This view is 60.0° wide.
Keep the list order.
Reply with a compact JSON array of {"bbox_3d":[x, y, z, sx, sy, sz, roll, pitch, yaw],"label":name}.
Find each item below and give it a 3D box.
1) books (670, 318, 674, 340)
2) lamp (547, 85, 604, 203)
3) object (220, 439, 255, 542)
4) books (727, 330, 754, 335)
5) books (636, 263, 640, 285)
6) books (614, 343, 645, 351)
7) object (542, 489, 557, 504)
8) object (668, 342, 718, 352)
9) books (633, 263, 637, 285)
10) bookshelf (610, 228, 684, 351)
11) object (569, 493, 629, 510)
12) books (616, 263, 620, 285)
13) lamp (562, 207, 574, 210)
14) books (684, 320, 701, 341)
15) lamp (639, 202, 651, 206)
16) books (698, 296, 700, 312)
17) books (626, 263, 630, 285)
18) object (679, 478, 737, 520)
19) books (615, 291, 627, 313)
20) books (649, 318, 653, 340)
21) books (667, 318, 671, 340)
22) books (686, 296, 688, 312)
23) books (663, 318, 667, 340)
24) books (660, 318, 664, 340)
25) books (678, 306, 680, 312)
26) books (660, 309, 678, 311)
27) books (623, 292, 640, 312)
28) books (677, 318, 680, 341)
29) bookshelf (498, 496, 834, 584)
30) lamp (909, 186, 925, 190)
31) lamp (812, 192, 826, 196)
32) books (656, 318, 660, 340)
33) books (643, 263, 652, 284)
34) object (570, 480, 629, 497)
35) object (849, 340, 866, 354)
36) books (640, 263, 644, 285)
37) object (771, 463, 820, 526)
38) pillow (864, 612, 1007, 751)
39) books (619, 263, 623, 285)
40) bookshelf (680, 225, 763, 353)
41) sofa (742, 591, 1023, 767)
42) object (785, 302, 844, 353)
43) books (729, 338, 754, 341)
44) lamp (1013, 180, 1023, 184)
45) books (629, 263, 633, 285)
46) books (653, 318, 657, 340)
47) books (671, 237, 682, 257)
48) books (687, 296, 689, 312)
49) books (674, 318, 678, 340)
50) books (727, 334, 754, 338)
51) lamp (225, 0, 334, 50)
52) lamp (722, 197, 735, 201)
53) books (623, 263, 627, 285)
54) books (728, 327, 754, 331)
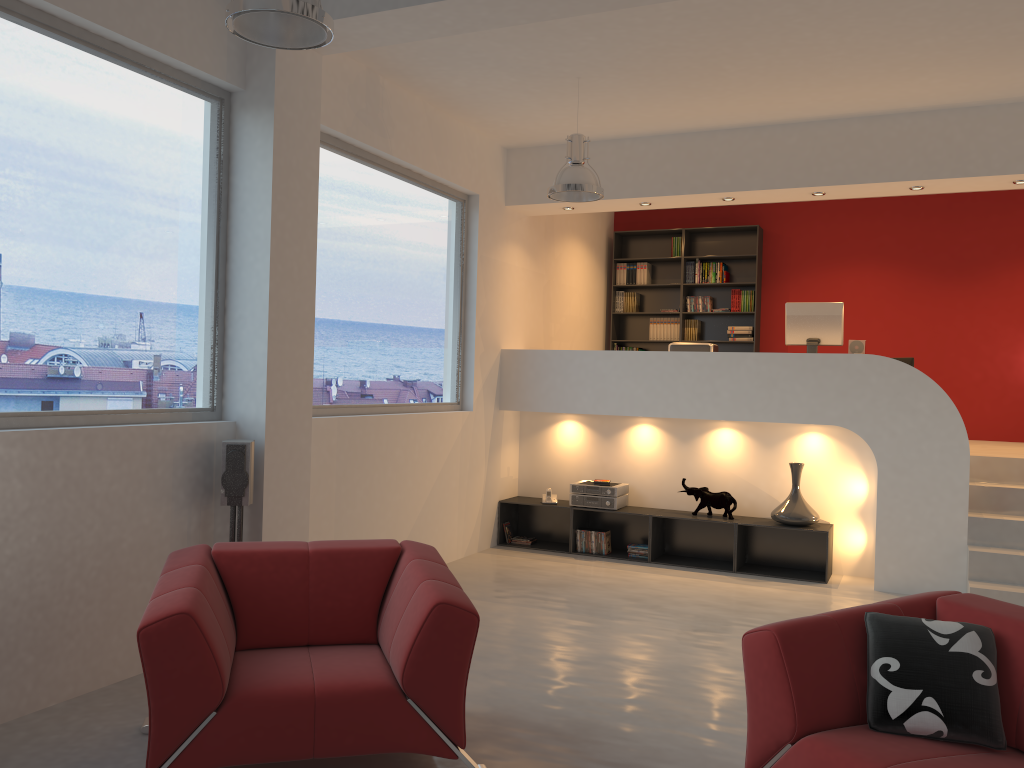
[{"bbox_3d":[1.846,-0.616,10.089,0.040,0.260,0.200,2,0,25],"label":"books"},{"bbox_3d":[0.435,-1.650,5.924,0.379,0.800,0.379,2,0,-4],"label":"lamp"},{"bbox_3d":[-1.437,0.851,4.613,0.214,1.112,0.229,2,0,-10],"label":"object"},{"bbox_3d":[2.519,-0.565,9.758,0.260,0.040,0.200,2,0,24],"label":"books"},{"bbox_3d":[1.488,-1.260,10.261,0.040,0.260,0.200,2,0,25],"label":"books"},{"bbox_3d":[1.368,-0.327,10.295,0.341,0.286,0.231,2,0,25],"label":"books"},{"bbox_3d":[0.332,0.979,7.779,0.130,0.117,0.146,2,0,0],"label":"object"},{"bbox_3d":[1.624,-0.249,7.831,0.397,0.217,0.458,2,0,25],"label":"object"},{"bbox_3d":[1.451,-1.261,10.278,0.040,0.260,0.200,2,0,25],"label":"books"},{"bbox_3d":[1.571,-0.637,10.181,0.816,2.213,0.305,2,0,25],"label":"bookshelf"},{"bbox_3d":[0.751,1.001,7.672,0.430,0.100,0.365,2,0,25],"label":"object"},{"bbox_3d":[1.267,-1.267,10.363,0.040,0.260,0.200,2,0,25],"label":"books"},{"bbox_3d":[0.498,-1.547,7.830,0.105,0.011,0.105,2,0,29],"label":"lamp"},{"bbox_3d":[2.039,-0.600,10.012,0.146,0.240,0.170,2,0,25],"label":"books"},{"bbox_3d":[1.133,-1.527,7.536,0.105,0.011,0.105,2,0,14],"label":"lamp"},{"bbox_3d":[2.120,-0.888,9.986,0.031,0.190,0.135,2,0,25],"label":"books"},{"bbox_3d":[1.377,-1.263,10.312,0.040,0.260,0.200,2,0,25],"label":"books"},{"bbox_3d":[1.613,0.939,7.303,0.507,0.296,0.191,2,0,40],"label":"object"},{"bbox_3d":[1.283,-0.948,10.366,0.090,0.256,0.181,2,0,25],"label":"books"},{"bbox_3d":[1.626,-0.623,10.191,0.040,0.260,0.200,2,0,25],"label":"books"},{"bbox_3d":[1.809,-0.617,10.106,0.040,0.260,0.200,2,0,25],"label":"books"},{"bbox_3d":[1.998,-0.892,10.043,0.031,0.190,0.135,2,0,25],"label":"books"},{"bbox_3d":[1.773,-0.618,10.123,0.040,0.260,0.200,2,0,25],"label":"books"},{"bbox_3d":[1.736,-0.619,10.140,0.040,0.260,0.200,2,0,25],"label":"books"},{"bbox_3d":[1.929,-0.893,10.075,0.063,0.187,0.135,2,0,25],"label":"books"},{"bbox_3d":[1.798,-0.841,10.135,0.190,0.015,0.135,2,0,25],"label":"books"},{"bbox_3d":[1.392,-0.936,10.315,0.146,0.240,0.170,2,0,25],"label":"books"},{"bbox_3d":[1.920,-0.613,10.055,0.040,0.260,0.200,2,0,25],"label":"books"},{"bbox_3d":[1.216,1.273,7.457,2.764,0.397,0.405,2,0,25],"label":"bookshelf"},{"bbox_3d":[3.037,-1.467,6.653,0.105,0.011,0.105,2,0,14],"label":"lamp"},{"bbox_3d":[2.402,-1.487,6.947,0.105,0.011,0.105,2,0,14],"label":"lamp"},{"bbox_3d":[1.699,-0.620,10.157,0.040,0.260,0.200,2,0,25],"label":"books"},{"bbox_3d":[1.561,-1.257,10.227,0.040,0.260,0.200,2,0,25],"label":"books"},{"bbox_3d":[0.757,0.903,7.679,0.430,0.077,0.349,2,0,25],"label":"object"},{"bbox_3d":[2.816,-0.285,7.247,0.133,0.147,0.151,2,0,8],"label":"object"},{"bbox_3d":[1.525,-1.259,10.243,0.040,0.260,0.200,2,0,25],"label":"books"},{"bbox_3d":[2.236,0.866,6.989,0.369,0.481,0.369,2,0,-10],"label":"object"},{"bbox_3d":[1.361,0.951,2.874,0.402,0.343,0.288,2,0,17],"label":"pillow"},{"bbox_3d":[1.304,-1.265,10.346,0.040,0.260,0.200,2,0,25],"label":"books"},{"bbox_3d":[2.311,-0.614,9.838,0.816,2.213,0.305,2,0,25],"label":"bookshelf"},{"bbox_3d":[1.555,1.135,2.435,0.951,0.738,1.929,2,0,-25],"label":"sofa"},{"bbox_3d":[2.500,-0.447,7.339,0.458,0.452,0.230,2,0,25],"label":"object"},{"bbox_3d":[2.539,-0.484,9.753,0.260,0.040,0.200,2,0,26],"label":"books"},{"bbox_3d":[3.655,-1.448,6.367,0.105,0.011,0.105,2,0,14],"label":"lamp"},{"bbox_3d":[1.414,-1.262,10.295,0.040,0.260,0.200,2,0,25],"label":"books"},{"bbox_3d":[1.662,-0.622,10.174,0.040,0.260,0.200,2,0,25],"label":"books"},{"bbox_3d":[1.905,-1.538,10.082,0.146,0.240,0.170,2,0,25],"label":"books"},{"bbox_3d":[2.012,-0.892,10.037,0.031,0.190,0.135,2,0,25],"label":"books"},{"bbox_3d":[1.883,-0.615,10.072,0.040,0.260,0.200,2,0,25],"label":"books"},{"bbox_3d":[2.522,-0.524,9.758,0.260,0.040,0.200,2,0,25],"label":"books"},{"bbox_3d":[-0.825,-1.675,3.202,0.379,0.800,0.379,1,0,-36],"label":"lamp"},{"bbox_3d":[1.767,-1.507,7.241,0.105,0.011,0.105,2,0,14],"label":"lamp"},{"bbox_3d":[1.341,-1.264,10.329,0.040,0.260,0.200,2,0,25],"label":"books"},{"bbox_3d":[2.526,-0.604,9.746,0.260,0.040,0.200,2,0,25],"label":"books"}]
